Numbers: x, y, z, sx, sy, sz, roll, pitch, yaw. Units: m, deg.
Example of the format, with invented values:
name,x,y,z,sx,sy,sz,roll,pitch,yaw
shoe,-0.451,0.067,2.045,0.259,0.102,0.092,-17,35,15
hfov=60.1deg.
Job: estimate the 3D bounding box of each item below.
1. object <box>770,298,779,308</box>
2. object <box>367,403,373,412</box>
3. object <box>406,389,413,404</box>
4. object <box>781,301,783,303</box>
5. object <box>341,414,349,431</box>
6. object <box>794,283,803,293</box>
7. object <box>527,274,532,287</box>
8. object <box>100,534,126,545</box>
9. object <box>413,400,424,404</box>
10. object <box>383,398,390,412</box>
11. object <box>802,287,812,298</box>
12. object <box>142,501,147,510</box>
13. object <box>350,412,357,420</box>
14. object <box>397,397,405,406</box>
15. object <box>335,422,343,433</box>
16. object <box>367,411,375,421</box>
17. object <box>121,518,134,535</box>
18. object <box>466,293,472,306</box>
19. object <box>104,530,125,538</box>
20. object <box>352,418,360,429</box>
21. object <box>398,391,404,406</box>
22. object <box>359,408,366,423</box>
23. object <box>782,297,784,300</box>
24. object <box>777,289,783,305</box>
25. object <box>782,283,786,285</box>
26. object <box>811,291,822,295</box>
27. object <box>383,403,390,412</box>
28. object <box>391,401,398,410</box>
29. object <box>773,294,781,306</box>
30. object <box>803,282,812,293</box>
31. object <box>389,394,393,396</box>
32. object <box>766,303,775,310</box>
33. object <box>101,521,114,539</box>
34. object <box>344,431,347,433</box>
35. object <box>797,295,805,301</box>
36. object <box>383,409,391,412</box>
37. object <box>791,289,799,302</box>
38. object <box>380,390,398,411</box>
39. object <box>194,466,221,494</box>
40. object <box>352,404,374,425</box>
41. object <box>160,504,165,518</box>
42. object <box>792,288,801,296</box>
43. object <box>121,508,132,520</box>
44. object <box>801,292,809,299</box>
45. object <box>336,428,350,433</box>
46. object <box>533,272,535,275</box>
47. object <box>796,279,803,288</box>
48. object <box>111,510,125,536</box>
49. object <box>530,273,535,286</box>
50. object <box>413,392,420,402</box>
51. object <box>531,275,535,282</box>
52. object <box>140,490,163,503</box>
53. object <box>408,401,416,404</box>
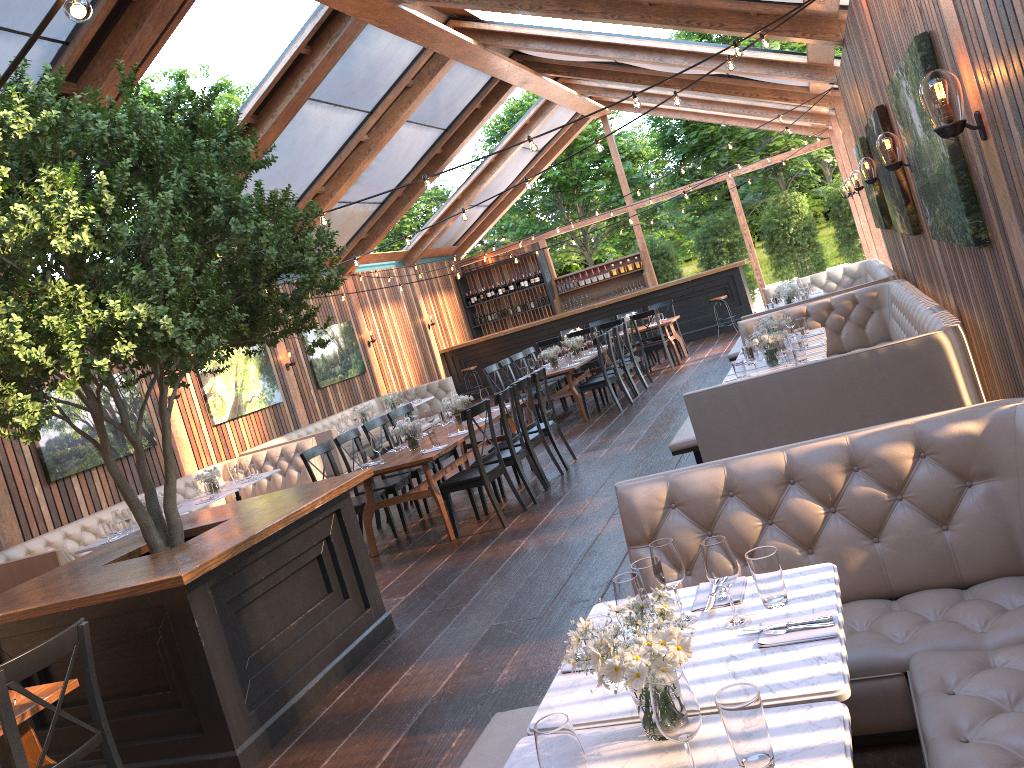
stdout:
name,x,y,z,sx,sy,sz,roll,pitch,yaw
object,3.451,-1.053,11.614,0.091,0.158,0.092,-17,2,7
object,-2.204,0.430,13.845,0.093,0.244,0.091,-18,2,-27
object,-1.690,0.207,14.623,0.093,0.244,0.091,-18,2,-27
object,3.723,-1.137,12.486,0.253,0.019,0.159,-15,5,21
object,-2.464,0.574,13.094,0.093,0.244,0.092,-18,2,-21
object,3.796,-1.207,11.673,0.093,0.244,0.091,-18,2,-27
object,0.406,-2.445,20.903,0.077,0.309,0.077,-17,1,-1
object,-3.860,1.502,8.586,0.156,0.019,0.257,-15,5,21
object,-1.564,0.298,14.490,0.253,0.019,0.159,-15,5,21
object,-1.946,0.349,13.874,0.093,0.244,0.091,-18,2,-27
object,3.909,-1.200,11.705,0.091,0.158,0.092,-17,2,7
object,-3.673,1.301,8.903,0.093,0.244,0.092,-18,2,-21
object,-2.295,0.536,12.929,0.093,0.244,0.092,-18,2,-21
object,-1.857,0.283,14.854,0.091,0.158,0.092,-17,2,7
object,-2.552,0.648,13.064,0.091,0.158,0.092,-17,2,7
object,-2.092,0.498,13.183,0.091,0.158,0.092,-17,2,7
object,-3.721,1.388,8.576,0.091,0.158,0.092,-17,2,7
object,-1.058,-2.059,21.505,0.081,0.324,0.171,-17,2,6
object,-3.992,1.508,8.983,0.253,0.019,0.159,-15,5,21
object,-2.252,0.577,12.825,0.091,0.158,0.092,-17,2,7
object,-1.839,0.242,14.748,0.093,0.244,0.091,-18,2,-27
object,-2.205,0.490,13.151,0.093,0.244,0.092,-18,2,-21
object,3.885,-1.274,12.653,0.091,0.158,0.092,-17,2,7
object,3.538,-1.127,11.644,0.093,0.244,0.091,-18,2,-27
object,3.903,-1.315,12.547,0.093,0.244,0.091,-18,2,-27
object,4.178,-1.259,12.289,0.253,0.019,0.159,-15,5,21
object,-2.047,0.369,14.520,0.091,0.158,0.092,-17,2,7
object,-1.833,0.357,13.906,0.091,0.158,0.092,-17,2,7
object,3.278,-0.983,10.893,0.093,0.244,0.092,-18,2,-21
object,4.165,-1.342,12.454,0.091,0.158,0.092,-17,2,7
object,-1.959,0.295,14.550,0.093,0.244,0.091,-18,2,-27
object,3.190,-0.909,10.863,0.091,0.158,0.092,-17,2,7
object,-4.020,1.458,8.815,0.091,0.158,0.092,-17,2,7
object,-2.391,0.691,12.835,0.156,0.019,0.257,-15,5,21
object,3.490,-0.979,10.624,0.091,0.158,0.092,-17,2,7
object,-2.019,0.419,14.687,0.253,0.019,0.159,-15,5,21
object,3.447,-1.020,10.728,0.093,0.244,0.092,-18,2,-21
object,-1.951,0.282,14.276,0.329,0.309,0.336,-17,3,-5
object,-3.412,1.091,10.030,0.333,0.309,0.332,-15,4,37
object,-2.242,0.448,13.375,0.326,0.309,0.340,-14,4,43
object,-3.560,1.308,8.934,0.091,0.158,0.092,-17,2,7
object,3.537,-1.067,10.950,0.093,0.244,0.092,-18,2,-21
object,-3.763,1.347,8.680,0.093,0.244,0.092,-18,2,-21
object,3.650,-1.059,10.982,0.091,0.158,0.092,-17,2,7
object,-2.524,0.698,13.231,0.253,0.019,0.159,-15,5,21
object,0.567,-2.501,20.982,0.077,0.309,0.077,-17,1,-1
object,4.052,-1.350,12.422,0.093,0.244,0.091,-18,2,-27
object,-3.932,1.384,8.845,0.093,0.244,0.092,-18,2,-21
object,0.470,-2.460,20.845,0.077,0.312,0.078,-17,1,16
object,-1.577,0.215,14.655,0.091,0.158,0.092,-17,2,7
object,0.480,-2.471,20.963,0.076,0.306,0.078,-16,2,37
object,-3.723,1.263,9.129,0.333,0.309,0.332,-15,4,33
object,-1.677,0.302,14.846,0.156,0.019,0.257,-15,5,21
